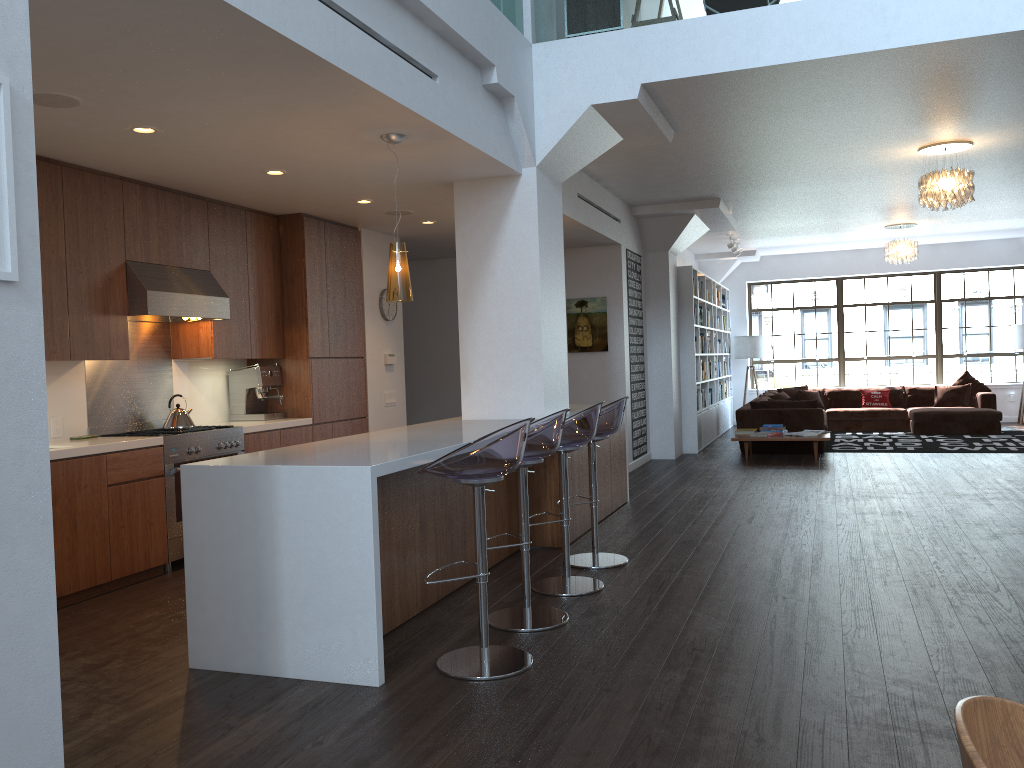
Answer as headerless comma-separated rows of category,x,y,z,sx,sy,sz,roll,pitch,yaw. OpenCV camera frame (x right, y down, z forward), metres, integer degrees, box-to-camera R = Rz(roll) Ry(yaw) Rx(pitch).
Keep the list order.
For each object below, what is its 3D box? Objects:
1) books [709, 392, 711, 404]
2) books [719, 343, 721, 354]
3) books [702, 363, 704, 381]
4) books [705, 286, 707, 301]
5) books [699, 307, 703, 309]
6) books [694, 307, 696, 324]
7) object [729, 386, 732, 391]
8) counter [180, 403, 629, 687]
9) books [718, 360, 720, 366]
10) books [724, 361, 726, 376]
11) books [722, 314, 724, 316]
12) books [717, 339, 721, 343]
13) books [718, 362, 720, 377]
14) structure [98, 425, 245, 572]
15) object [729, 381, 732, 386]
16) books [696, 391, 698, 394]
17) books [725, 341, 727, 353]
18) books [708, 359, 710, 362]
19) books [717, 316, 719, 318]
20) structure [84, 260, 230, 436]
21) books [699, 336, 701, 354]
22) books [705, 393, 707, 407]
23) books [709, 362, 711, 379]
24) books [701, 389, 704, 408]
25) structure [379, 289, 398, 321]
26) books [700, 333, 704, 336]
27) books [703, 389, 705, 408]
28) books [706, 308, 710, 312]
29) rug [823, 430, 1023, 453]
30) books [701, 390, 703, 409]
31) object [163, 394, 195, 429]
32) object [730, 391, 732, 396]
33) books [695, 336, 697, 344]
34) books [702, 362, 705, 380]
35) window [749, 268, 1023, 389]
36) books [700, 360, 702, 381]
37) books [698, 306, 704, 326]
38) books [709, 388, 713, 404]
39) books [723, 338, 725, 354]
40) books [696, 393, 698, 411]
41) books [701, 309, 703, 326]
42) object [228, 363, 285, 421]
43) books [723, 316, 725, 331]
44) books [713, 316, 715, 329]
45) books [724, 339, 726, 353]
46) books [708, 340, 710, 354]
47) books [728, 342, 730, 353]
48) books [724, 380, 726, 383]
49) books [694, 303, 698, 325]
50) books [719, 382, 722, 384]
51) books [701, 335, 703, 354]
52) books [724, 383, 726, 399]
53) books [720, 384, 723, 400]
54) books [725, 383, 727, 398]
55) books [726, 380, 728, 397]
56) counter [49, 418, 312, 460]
books,2.862,0.210,13.088,0.139,0.191,0.036,-2,1,20
books,3.312,-0.573,14.355,0.120,0.167,0.020,-2,1,20
books,2.570,-0.168,12.315,0.171,0.246,0.057,-2,1,20
books,2.769,-1.305,12.957,0.140,0.231,0.042,-2,1,20
books,2.589,-0.943,12.483,0.198,0.284,0.049,-2,1,20
books,2.317,-0.889,11.628,0.172,0.235,0.112,-2,1,20
object,3.653,0.093,15.455,0.331,0.088,0.410,-2,1,20
counter,0.132,0.713,3.907,3.039,0.860,8.182,-2,1,-10
books,3.211,-0.253,14.133,0.197,0.290,0.136,-2,1,20
books,3.504,-0.264,14.937,0.183,0.253,0.042,-2,1,20
books,3.485,-1.032,14.942,0.176,0.290,0.036,-2,1,19
books,3.330,-0.608,14.439,0.140,0.231,0.042,-2,1,20
books,3.193,-0.231,14.030,0.182,0.253,0.098,-2,1,20
structure,-2.272,0.769,5.993,0.662,0.919,0.811,-2,1,20
object,3.643,0.005,15.455,0.316,0.088,0.410,-2,1,20
books,2.368,0.227,11.736,0.183,0.253,0.042,-2,1,20
books,3.573,-0.619,15.138,0.161,0.207,0.135,-2,1,19
books,2.833,-0.216,13.057,0.176,0.290,0.036,-2,1,19
books,3.287,-0.984,14.385,0.140,0.231,0.042,-2,1,20
structure,-2.370,-0.232,5.993,0.529,1.110,0.811,-2,1,20
books,2.471,-0.528,12.053,0.174,0.239,0.045,-2,1,20
books,2.657,0.223,12.511,0.161,0.207,0.135,-2,1,19
books,2.831,-0.197,13.022,0.183,0.253,0.034,-2,1,19
books,2.566,0.204,12.295,0.180,0.259,0.042,-2,1,20
structure,-1.161,-0.744,8.331,0.040,0.300,0.300,-2,1,20
books,2.630,-0.570,12.510,0.176,0.294,0.102,-2,1,20
books,2.600,0.204,12.375,0.183,0.253,0.042,-2,1,20
books,2.847,-0.970,13.156,0.176,0.290,0.053,-2,1,20
rug,6.289,0.747,11.741,4.200,0.007,3.100,-2,1,21
books,2.516,0.211,12.151,0.183,0.253,0.042,-2,1,20
object,-2.355,0.189,6.256,0.222,0.235,0.222,-2,1,-5
object,3.656,0.181,15.457,0.331,0.088,0.410,-2,1,20
books,2.387,-0.515,11.793,0.140,0.231,0.042,-2,1,20
books,2.595,-0.175,12.393,0.183,0.253,0.034,-2,1,20
window,6.534,-0.917,15.371,4.648,1.905,0.114,-2,1,20
books,2.521,-0.186,12.197,0.176,0.290,0.053,-2,1,20
books,2.622,-0.948,12.527,0.176,0.291,0.053,-2,1,20
books,2.933,0.183,13.303,0.140,0.231,0.042,-2,1,20
books,3.482,-0.638,14.922,0.180,0.259,0.042,-2,1,20
books,2.340,0.237,11.627,0.174,0.240,0.054,-2,1,20
books,2.569,-0.917,12.370,0.174,0.240,0.054,-2,1,20
object,-1.984,0.066,7.073,0.439,0.455,0.284,-2,1,20
books,3.482,-1.013,14.906,0.183,0.253,0.034,-2,1,19
books,3.051,-0.944,13.693,0.146,0.202,0.027,-2,1,20
books,3.516,-0.638,15.001,0.183,0.253,0.042,-2,1,20
books,2.806,-0.544,12.987,0.161,0.207,0.135,-2,1,19
books,3.713,-0.637,15.531,0.182,0.215,0.188,-2,1,20
books,3.548,0.090,14.986,0.140,0.298,0.044,-2,1,20
books,2.374,-0.922,11.777,0.176,0.290,0.053,-2,1,20
books,3.307,0.116,14.358,0.176,0.290,0.036,-2,1,19
books,2.555,-0.543,12.286,0.182,0.253,0.034,-2,1,20
books,3.479,0.117,14.830,0.183,0.253,0.037,-2,1,20
books,3.305,0.136,14.322,0.183,0.253,0.034,-2,1,19
books,3.515,0.117,14.945,0.189,0.247,0.057,-2,1,20
books,3.601,0.087,15.199,0.176,0.290,0.053,-2,1,20
counter,-2.618,0.376,5.136,0.600,0.050,4.387,-2,1,20
